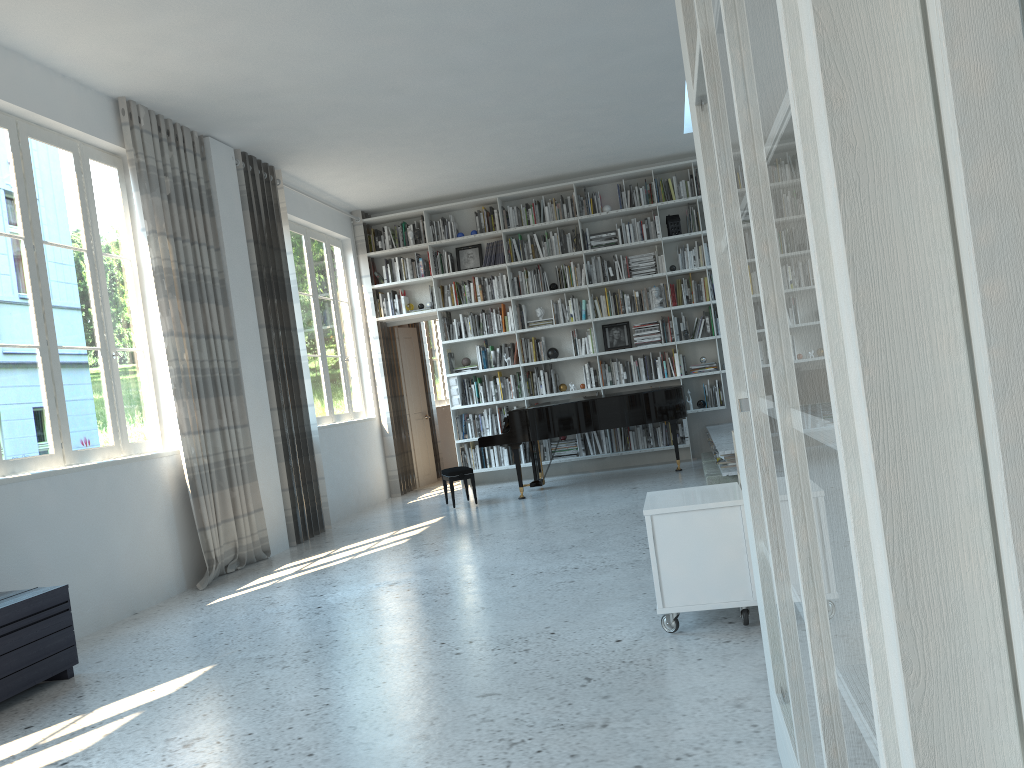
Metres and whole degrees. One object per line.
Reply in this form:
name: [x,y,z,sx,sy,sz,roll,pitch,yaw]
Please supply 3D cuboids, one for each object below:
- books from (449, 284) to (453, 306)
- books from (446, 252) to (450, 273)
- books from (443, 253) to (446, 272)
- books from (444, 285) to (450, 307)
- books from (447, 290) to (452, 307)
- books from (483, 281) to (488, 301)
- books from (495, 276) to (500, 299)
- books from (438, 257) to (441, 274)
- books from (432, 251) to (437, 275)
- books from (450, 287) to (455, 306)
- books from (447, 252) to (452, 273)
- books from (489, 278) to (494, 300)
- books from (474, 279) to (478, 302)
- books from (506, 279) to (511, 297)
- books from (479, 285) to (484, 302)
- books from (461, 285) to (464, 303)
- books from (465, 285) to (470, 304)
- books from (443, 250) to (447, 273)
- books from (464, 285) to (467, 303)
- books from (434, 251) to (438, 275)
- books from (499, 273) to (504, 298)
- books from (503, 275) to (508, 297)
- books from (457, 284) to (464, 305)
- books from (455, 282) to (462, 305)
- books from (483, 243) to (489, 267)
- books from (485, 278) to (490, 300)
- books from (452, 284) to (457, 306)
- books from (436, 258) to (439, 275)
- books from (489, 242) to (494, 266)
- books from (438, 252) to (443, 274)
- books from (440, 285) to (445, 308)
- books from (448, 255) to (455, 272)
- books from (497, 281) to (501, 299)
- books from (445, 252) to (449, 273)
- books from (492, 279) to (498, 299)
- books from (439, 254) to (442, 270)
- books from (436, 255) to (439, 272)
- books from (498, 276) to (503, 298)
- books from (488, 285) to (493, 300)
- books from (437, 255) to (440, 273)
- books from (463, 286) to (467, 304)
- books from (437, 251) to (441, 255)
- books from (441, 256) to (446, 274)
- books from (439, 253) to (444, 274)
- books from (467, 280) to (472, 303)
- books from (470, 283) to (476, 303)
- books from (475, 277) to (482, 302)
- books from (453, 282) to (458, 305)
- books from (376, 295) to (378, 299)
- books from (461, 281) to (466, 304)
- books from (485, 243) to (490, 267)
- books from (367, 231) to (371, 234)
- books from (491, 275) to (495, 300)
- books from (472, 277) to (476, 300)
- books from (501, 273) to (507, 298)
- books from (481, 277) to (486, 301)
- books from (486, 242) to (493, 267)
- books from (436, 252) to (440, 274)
books: [-0.666,-0.986,9.965,0.010,0.263,0.150,-8,0,10]
books: [-0.695,-1.345,9.951,0.011,0.250,0.168,-8,0,10]
books: [-0.736,-1.337,9.961,0.019,0.244,0.153,-8,0,10]
books: [-0.725,-0.975,9.984,0.062,0.258,0.153,-8,0,10]
books: [-0.682,-0.949,9.952,0.026,0.195,0.175,-8,0,10]
books: [-0.279,-1.024,9.886,0.013,0.232,0.171,-8,0,10]
books: [-0.148,-1.058,9.856,0.022,0.263,0.174,-8,0,10]
books: [-0.793,-1.314,9.955,0.004,0.214,0.186,-8,0,10]
books: [-0.854,-1.345,9.975,0.005,0.292,0.184,-8,0,10]
books: [-0.645,-0.972,9.957,0.030,0.230,0.172,-8,0,10]
books: [-0.685,-1.349,9.948,0.012,0.254,0.166,-8,0,10]
books: [-0.213,-1.048,9.891,0.035,0.260,0.131,-8,0,10]
books: [-0.383,-1.029,9.898,0.023,0.271,0.187,-8,0,10]
books: [-0.015,-1.046,9.808,0.039,0.202,0.236,-8,0,10]
books: [-0.325,-0.999,9.879,0.029,0.195,0.192,-8,0,10]
books: [-0.533,-0.988,9.949,0.012,0.230,0.149,-8,0,10]
books: [-0.477,-0.989,9.923,0.031,0.217,0.173,-8,0,10]
books: [-0.727,-1.357,9.957,0.005,0.281,0.190,-8,0,10]
books: [-0.497,-0.992,9.933,0.011,0.229,0.170,-8,0,10]
books: [-0.838,-1.343,9.983,0.006,0.287,0.148,-8,0,10]
books: [-0.098,-1.079,9.839,0.012,0.291,0.182,-8,0,10]
books: [-0.050,-1.072,9.840,0.035,0.264,0.177,-8,0,10]
books: [-0.564,-0.993,9.950,0.047,0.249,0.134,-8,0,10]
books: [-0.597,-1.003,9.938,0.011,0.277,0.164,-8,0,10]
books: [-0.278,-1.416,9.884,0.110,0.279,0.174,-8,0,10]
books: [-0.259,-1.041,9.896,0.029,0.261,0.157,-8,0,10]
books: [-0.625,-0.986,9.951,0.014,0.252,0.187,-8,0,10]
books: [-0.821,-1.305,9.985,0.015,0.207,0.172,-8,0,10]
books: [-0.210,-1.426,9.880,0.110,0.279,0.174,-8,0,10]
books: [-0.787,-1.338,9.967,0.009,0.260,0.184,-8,0,10]
books: [-0.765,-0.972,9.974,0.012,0.263,0.180,-8,0,10]
books: [-0.672,-1.331,9.938,0.012,0.214,0.185,-8,0,10]
books: [-0.125,-1.033,9.865,0.013,0.206,0.172,-8,0,10]
books: [-0.714,-1.347,9.946,0.023,0.258,0.183,-8,0,10]
books: [-0.172,-1.039,9.861,0.030,0.231,0.172,-8,0,10]
books: [-0.776,-1.334,9.974,0.010,0.249,0.166,-8,0,10]
books: [-0.814,-1.323,9.983,0.005,0.238,0.154,-8,0,10]
books: [-0.109,-1.065,9.870,0.024,0.266,0.155,-8,0,10]
books: [-0.230,-1.008,9.890,0.022,0.186,0.136,-8,0,10]
books: [-0.798,-1.320,9.966,0.009,0.228,0.184,-8,0,10]
books: [-0.510,-0.985,9.929,0.014,0.218,0.164,-8,0,10]
books: [-0.807,-1.349,9.983,0.006,0.289,0.144,-8,0,10]
books: [-0.748,-1.322,9.953,0.018,0.219,0.186,-8,0,10]
books: [-0.772,-1.333,9.952,0.004,0.246,0.189,-8,0,10]
books: [-0.458,-1.020,9.923,0.014,0.273,0.180,-8,0,10]
books: [-0.426,-1.007,9.922,0.047,0.238,0.162,-8,0,10]
books: [-0.359,-1.040,9.888,0.030,0.286,0.185,-8,0,10]
books: [-0.611,-1.003,9.952,0.020,0.281,0.164,-8,0,10]
books: [-1.515,-0.872,10.105,0.011,0.272,0.188,-8,0,10]
books: [-0.525,-1.013,9.943,0.012,0.277,0.150,-8,0,10]
books: [-0.254,-1.419,9.889,0.110,0.279,0.174,-8,0,10]
books: [-1.631,-1.614,10.120,0.012,0.307,0.180,-8,0,10]
books: [-0.195,-1.061,9.869,0.012,0.281,0.188,-8,0,10]
books: [-0.400,-1.044,9.919,0.014,0.304,0.151,-8,0,10]
books: [-0.079,-1.081,9.848,0.022,0.289,0.169,-8,0,10]
books: [-0.300,-1.049,9.900,0.025,0.286,0.161,-8,0,10]
books: [-0.235,-1.422,9.867,0.110,0.279,0.174,-8,0,10]
books: [-0.812,-1.343,9.981,0.005,0.277,0.146,-8,0,10]
